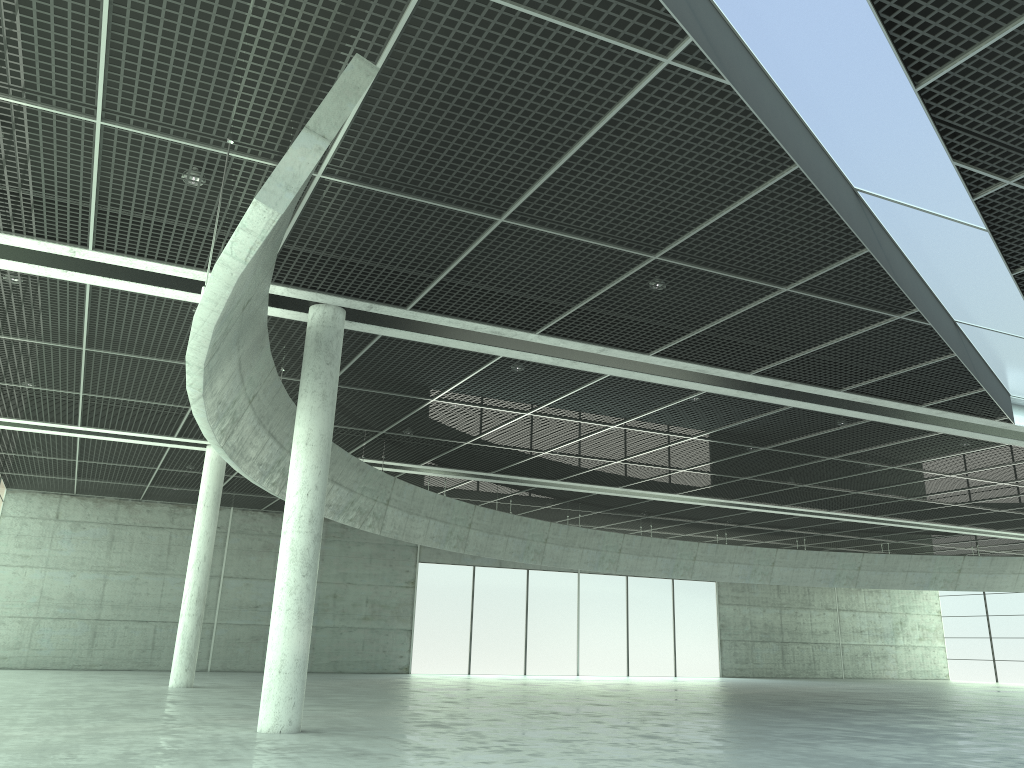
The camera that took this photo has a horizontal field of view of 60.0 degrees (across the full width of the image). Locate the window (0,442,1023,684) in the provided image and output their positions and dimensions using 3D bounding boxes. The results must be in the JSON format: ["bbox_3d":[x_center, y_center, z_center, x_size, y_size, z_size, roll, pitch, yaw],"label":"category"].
[{"bbox_3d":[27.961,9.505,43.120,100.626,16.082,99.717,10,-20,-24],"label":"window"}]

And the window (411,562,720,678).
[{"bbox_3d":[6.350,25.542,85.093,33.475,10.663,0.159,10,-20,-24],"label":"window"}]
